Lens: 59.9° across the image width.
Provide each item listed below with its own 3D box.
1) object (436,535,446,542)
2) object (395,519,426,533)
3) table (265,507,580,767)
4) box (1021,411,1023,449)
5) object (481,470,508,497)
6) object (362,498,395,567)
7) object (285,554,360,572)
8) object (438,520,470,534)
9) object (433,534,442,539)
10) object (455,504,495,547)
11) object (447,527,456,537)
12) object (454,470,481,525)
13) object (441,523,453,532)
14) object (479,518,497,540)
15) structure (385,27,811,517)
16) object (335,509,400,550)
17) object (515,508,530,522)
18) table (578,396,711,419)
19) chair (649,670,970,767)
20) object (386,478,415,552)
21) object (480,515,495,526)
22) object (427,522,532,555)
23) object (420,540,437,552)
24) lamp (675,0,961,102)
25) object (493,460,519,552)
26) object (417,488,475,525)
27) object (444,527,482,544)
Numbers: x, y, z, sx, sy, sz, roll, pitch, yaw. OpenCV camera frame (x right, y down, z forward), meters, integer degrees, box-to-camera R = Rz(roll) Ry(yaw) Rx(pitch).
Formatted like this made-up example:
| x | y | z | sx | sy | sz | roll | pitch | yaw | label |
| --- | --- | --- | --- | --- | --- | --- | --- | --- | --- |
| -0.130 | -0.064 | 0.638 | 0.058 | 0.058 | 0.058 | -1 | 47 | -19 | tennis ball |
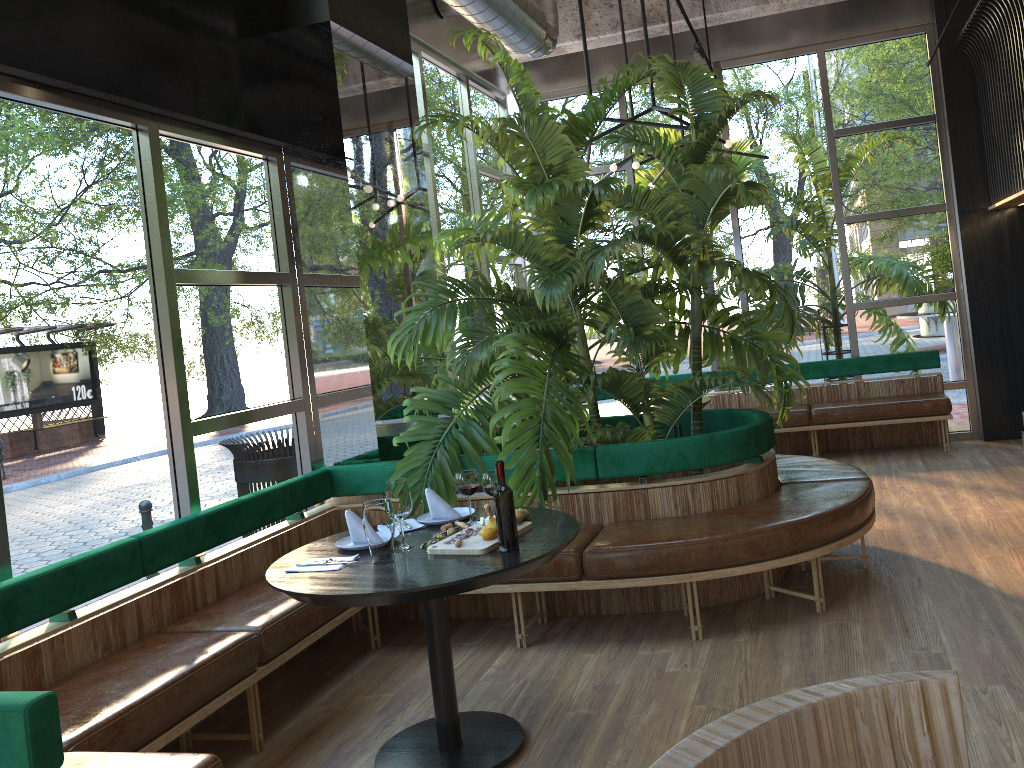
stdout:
| x | y | z | sx | sy | sz | roll | pitch | yaw | label |
| --- | --- | --- | --- | --- | --- | --- | --- | --- | --- |
| -0.254 | 0.554 | 3.172 | 0.031 | 0.031 | 0.041 | -5 | 3 | 42 | object |
| -0.449 | 0.558 | 3.535 | 0.163 | 0.019 | 0.246 | -8 | 4 | -21 | object |
| -0.261 | 0.946 | 3.191 | 1.129 | 0.749 | 1.073 | -7 | 3 | -14 | table |
| 4.328 | 0.308 | 7.225 | 0.328 | 0.441 | 0.283 | -6 | 1 | 6 | box |
| -0.060 | 0.433 | 3.377 | 0.101 | 0.200 | 0.103 | -6 | 1 | 6 | object |
| -0.443 | 0.499 | 2.982 | 0.111 | 0.209 | 0.100 | -7 | 1 | -38 | object |
| -0.630 | 0.612 | 3.046 | 0.248 | 0.019 | 0.162 | -5 | 4 | 16 | object |
| -0.206 | 0.539 | 3.324 | 0.095 | 0.028 | 0.133 | -4 | 4 | 32 | object |
| -0.270 | 0.557 | 3.243 | 0.032 | 0.019 | 0.039 | -5 | 3 | 30 | object |
| -0.130 | 0.481 | 3.052 | 0.140 | 0.123 | 0.100 | -7 | 1 | -2 | object |
| -0.223 | 0.544 | 3.260 | 0.032 | 0.032 | 0.038 | -6 | 2 | 15 | object |
| -0.167 | 0.440 | 3.451 | 0.101 | 0.200 | 0.103 | -6 | 1 | 6 | object |
| -0.246 | 0.544 | 3.363 | 0.023 | 0.025 | 0.048 | -5 | 3 | 36 | object |
| -0.070 | 0.499 | 3.133 | 0.097 | 0.064 | 0.166 | -7 | 3 | -11 | object |
| 0.533 | -0.582 | 5.427 | 2.426 | 3.431 | 2.683 | -7 | 1 | 2 | structure |
| -0.539 | 0.530 | 3.293 | 0.233 | 0.139 | 0.233 | -7 | 3 | 1 | object |
| 0.026 | 0.492 | 3.320 | 0.057 | 0.072 | 0.215 | -6 | 3 | 10 | object |
| 1.065 | 0.543 | 7.019 | 1.108 | 0.749 | 1.094 | -7 | 2 | -3 | table |
| 0.383 | 0.785 | 0.591 | 0.525 | 0.968 | 0.570 | -6 | 1 | 27 | chair |
| -0.396 | 0.464 | 3.147 | 0.093 | 0.244 | 0.092 | -7 | 0 | 0 | object |
| -0.061 | 0.505 | 3.239 | 0.064 | 0.038 | 0.192 | -9 | 4 | -38 | object |
| -0.108 | 0.544 | 3.149 | 0.229 | 0.019 | 0.368 | -5 | 4 | 28 | object |
| -0.300 | 0.570 | 3.143 | 0.060 | 0.013 | 0.152 | -6 | 4 | 14 | object |
| 0.269 | -2.438 | 3.130 | 3.695 | 1.528 | 10.310 | -6 | 4 | 17 | lamp |
| -0.026 | 0.406 | 2.978 | 0.065 | 0.298 | 0.071 | -7 | 0 | 34 | object |
| -0.269 | 0.481 | 3.565 | 0.233 | 0.139 | 0.233 | -7 | 3 | 1 | object |
| -0.164 | 0.534 | 3.160 | 0.099 | 0.013 | 0.229 | -5 | 4 | 23 | object |
